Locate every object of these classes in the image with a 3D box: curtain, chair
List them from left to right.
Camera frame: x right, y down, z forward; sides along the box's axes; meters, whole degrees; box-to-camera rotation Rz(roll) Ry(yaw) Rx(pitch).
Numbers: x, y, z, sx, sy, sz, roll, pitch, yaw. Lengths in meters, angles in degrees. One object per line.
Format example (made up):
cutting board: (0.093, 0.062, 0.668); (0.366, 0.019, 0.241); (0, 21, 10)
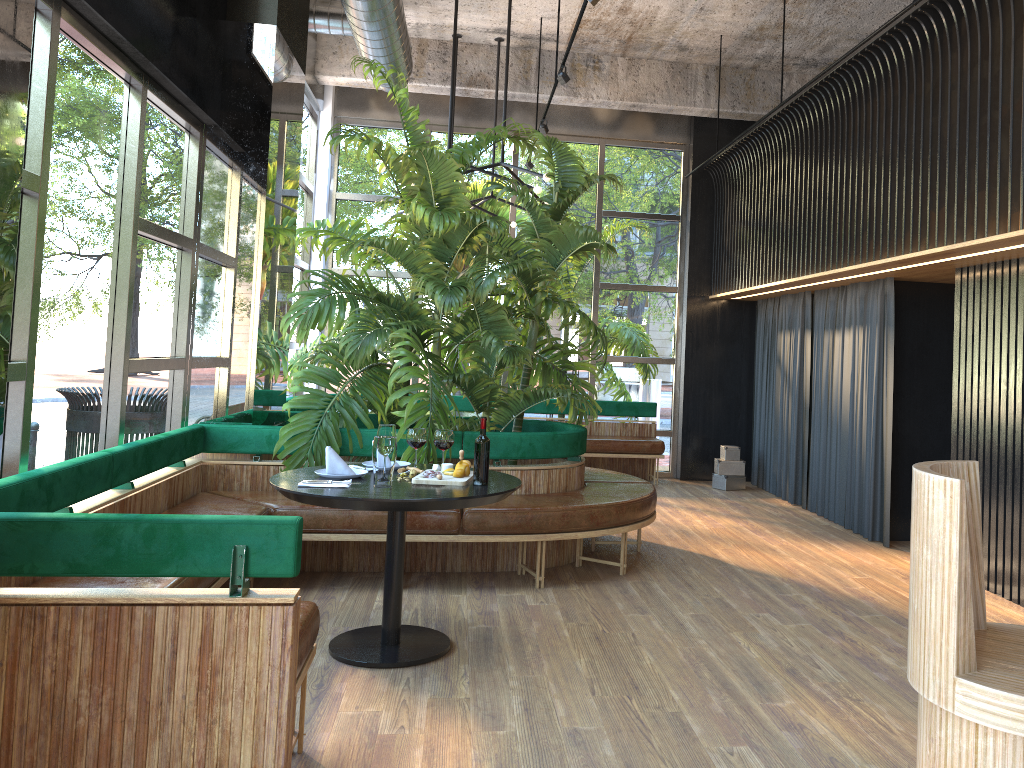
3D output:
curtain: (2.762, 0.123, 8.249); (0.123, 2.061, 3.235); (3, 1, -3)
chair: (1.159, 0.689, 1.955); (0.545, 0.971, 0.548); (2, -2, 4)

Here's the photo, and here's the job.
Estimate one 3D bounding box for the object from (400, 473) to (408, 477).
object: (-0.494, 0.415, 4.055); (0.033, 0.019, 0.038); (3, 1, 7)

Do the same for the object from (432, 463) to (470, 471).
object: (-0.287, 0.392, 4.135); (0.194, 0.038, 0.063); (3, 1, 27)

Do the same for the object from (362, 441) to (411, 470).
object: (-0.611, 0.344, 4.344); (0.240, 0.139, 0.225); (2, 1, -22)

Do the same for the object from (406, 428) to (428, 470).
object: (-0.463, 0.317, 4.286); (0.105, 0.201, 0.099); (3, -2, -17)

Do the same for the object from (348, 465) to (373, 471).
object: (-0.781, 0.396, 4.243); (0.243, 0.019, 0.165); (4, 3, 44)

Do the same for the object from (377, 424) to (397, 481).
object: (-0.559, 0.303, 3.931); (0.096, 0.245, 0.089); (3, -2, -23)

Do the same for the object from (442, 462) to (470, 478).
object: (-0.251, 0.383, 4.039); (0.099, 0.064, 0.162); (2, 1, -35)

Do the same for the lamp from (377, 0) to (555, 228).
lamp: (1.777, -2.122, 0.320); (5.146, 1.824, 18.680); (2, 2, -4)

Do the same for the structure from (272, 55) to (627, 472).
structure: (-0.439, -0.568, 6.376); (2.506, 3.443, 2.585); (3, -1, -21)

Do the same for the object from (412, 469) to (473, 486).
object: (-0.301, 0.423, 4.035); (0.238, 0.019, 0.354); (3, 2, 5)

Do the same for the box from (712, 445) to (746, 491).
box: (2.283, 0.875, 9.317); (0.340, 0.443, 0.272); (3, -1, -17)

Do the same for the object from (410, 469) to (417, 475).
object: (-0.454, 0.409, 4.089); (0.033, 0.032, 0.037); (3, 0, -8)

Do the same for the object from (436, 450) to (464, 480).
object: (-0.273, 0.356, 3.947); (0.144, 0.124, 0.096); (2, -1, -25)

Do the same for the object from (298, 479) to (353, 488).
object: (-0.763, 0.415, 3.740); (0.258, 0.019, 0.155); (2, 2, -7)

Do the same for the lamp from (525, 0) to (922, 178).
lamp: (0.529, -2.484, 4.422); (3.840, 1.532, 9.896); (2, 2, -7)

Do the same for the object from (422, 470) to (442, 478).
object: (-0.357, 0.405, 4.024); (0.102, 0.013, 0.220); (2, 2, 0)

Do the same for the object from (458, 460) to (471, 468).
object: (-0.235, 0.392, 4.240); (0.059, 0.072, 0.207); (3, 1, -14)

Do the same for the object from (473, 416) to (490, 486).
object: (-0.132, 0.294, 3.928); (0.067, 0.300, 0.069); (2, -2, 10)

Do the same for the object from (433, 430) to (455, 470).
object: (-0.330, 0.323, 4.263); (0.105, 0.201, 0.099); (3, -2, -17)

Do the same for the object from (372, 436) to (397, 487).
object: (-0.543, 0.328, 3.765); (0.101, 0.210, 0.109); (2, -2, 29)

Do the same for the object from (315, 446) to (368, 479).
object: (-0.764, 0.351, 3.999); (0.240, 0.139, 0.225); (2, 1, -22)

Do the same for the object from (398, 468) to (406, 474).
object: (-0.518, 0.407, 4.171); (0.024, 0.025, 0.047); (2, 1, 14)

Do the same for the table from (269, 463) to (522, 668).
table: (-0.525, 0.802, 3.978); (1.149, 0.752, 1.050); (2, 1, -37)

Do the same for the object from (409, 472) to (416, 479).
object: (-0.450, 0.413, 3.999); (0.032, 0.031, 0.040); (2, 0, 20)

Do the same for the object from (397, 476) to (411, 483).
object: (-0.484, 0.422, 3.954); (0.063, 0.013, 0.146); (2, 2, -10)

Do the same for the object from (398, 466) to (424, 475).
object: (-0.463, 0.408, 4.151); (0.098, 0.028, 0.128); (3, 2, 9)

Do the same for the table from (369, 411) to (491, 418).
table: (-0.755, 0.649, 7.878); (1.141, 0.752, 1.058); (2, 1, -26)
